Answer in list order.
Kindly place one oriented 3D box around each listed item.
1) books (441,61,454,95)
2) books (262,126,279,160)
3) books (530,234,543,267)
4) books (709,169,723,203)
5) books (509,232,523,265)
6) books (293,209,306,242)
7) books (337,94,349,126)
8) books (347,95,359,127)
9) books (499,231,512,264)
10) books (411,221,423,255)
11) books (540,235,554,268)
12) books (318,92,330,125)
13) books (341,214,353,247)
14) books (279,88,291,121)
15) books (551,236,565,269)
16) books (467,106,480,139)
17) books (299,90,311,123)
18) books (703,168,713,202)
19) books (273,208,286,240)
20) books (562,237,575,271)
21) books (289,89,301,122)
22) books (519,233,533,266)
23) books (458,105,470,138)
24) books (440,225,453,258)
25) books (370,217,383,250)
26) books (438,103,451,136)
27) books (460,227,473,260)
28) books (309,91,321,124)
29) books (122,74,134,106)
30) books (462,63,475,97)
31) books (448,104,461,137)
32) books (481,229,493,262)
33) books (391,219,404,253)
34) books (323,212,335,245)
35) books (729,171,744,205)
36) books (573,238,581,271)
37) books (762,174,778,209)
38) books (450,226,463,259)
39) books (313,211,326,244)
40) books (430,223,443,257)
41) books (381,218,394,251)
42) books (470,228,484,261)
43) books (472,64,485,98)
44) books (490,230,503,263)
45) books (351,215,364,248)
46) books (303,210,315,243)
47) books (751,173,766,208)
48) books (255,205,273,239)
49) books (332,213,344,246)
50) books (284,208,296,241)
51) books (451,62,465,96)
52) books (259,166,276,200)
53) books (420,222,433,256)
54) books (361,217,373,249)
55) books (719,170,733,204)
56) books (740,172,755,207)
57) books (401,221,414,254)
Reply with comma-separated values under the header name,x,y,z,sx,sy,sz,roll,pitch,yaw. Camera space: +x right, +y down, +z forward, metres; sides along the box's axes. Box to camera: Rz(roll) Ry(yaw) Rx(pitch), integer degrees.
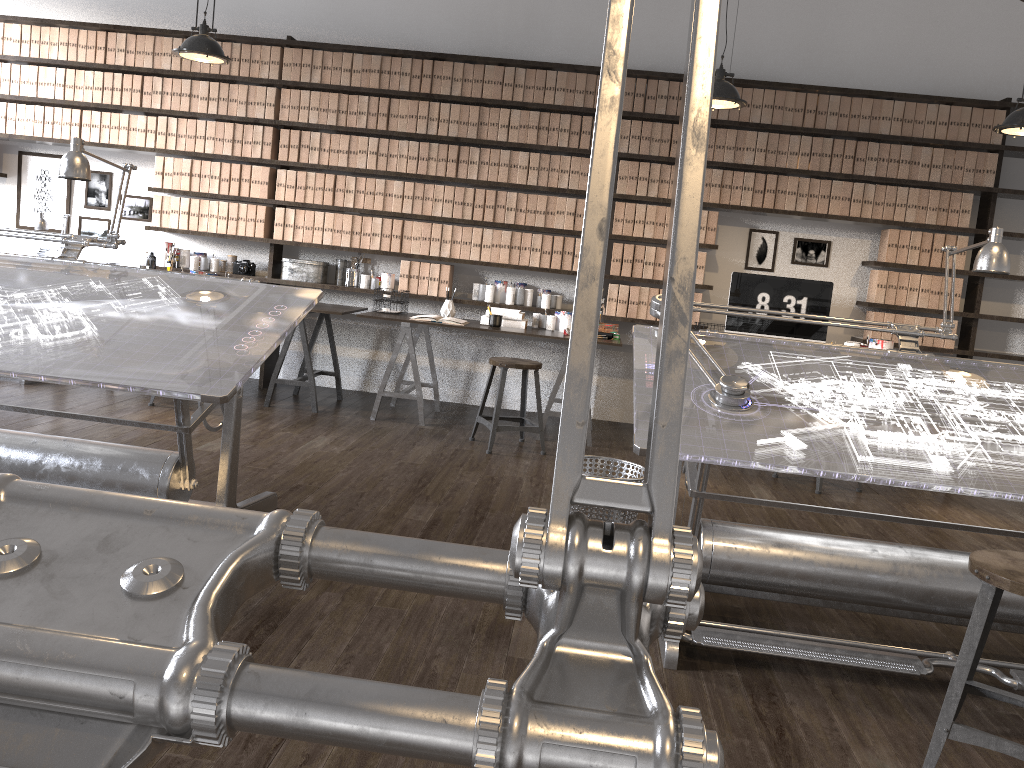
name,x,y,z,sx,sy,sz,roll,pitch,yaw
books,-0.433,-2.083,6.089,0.067,0.224,0.175,6,6,4
books,-1.692,-1.687,6.244,0.067,0.224,0.175,6,6,5
books,0.172,-0.921,6.127,0.067,0.224,0.175,6,6,4
books,1.369,-1.327,5.982,0.067,0.225,0.175,6,6,4
books,0.032,-0.938,6.142,0.067,0.224,0.175,6,6,5
books,-1.478,-1.115,6.270,0.067,0.224,0.175,6,6,4
books,-1.157,-1.892,6.178,0.067,0.224,0.175,6,6,4
books,-1.087,-1.884,6.172,0.067,0.224,0.175,6,6,4
books,-0.035,-0.945,6.142,0.067,0.225,0.175,6,6,4
books,-0.649,-1.018,6.198,0.067,0.224,0.175,6,6,4
books,0.243,-0.914,6.125,0.067,0.224,0.175,6,6,4
books,-1.290,-1.908,6.187,0.067,0.224,0.175,6,6,4
books,-1.139,-1.075,6.235,0.067,0.225,0.175,6,6,5
books,-1.563,-1.940,6.213,0.067,0.224,0.175,6,6,4
books,0.317,-0.904,6.114,0.067,0.225,0.175,6,6,5
books,-0.255,-1.786,6.096,0.067,0.225,0.175,6,6,5
books,-1.425,-1.923,6.195,0.067,0.225,0.175,6,6,5
books,1.303,-1.335,5.992,0.067,0.224,0.175,6,6,5
books,-1.619,-1.131,6.274,0.067,0.224,0.175,6,6,5
books,0.390,-0.896,6.113,0.067,0.224,0.175,6,6,4
books,-1.494,-1.932,6.205,0.067,0.224,0.175,6,6,4
books,0.102,-0.930,6.137,0.067,0.224,0.175,6,6,5
books,-0.320,-1.794,6.106,0.067,0.224,0.175,6,6,4
books,-0.443,-0.994,6.179,0.067,0.224,0.175,6,6,4
books,-0.932,-1.051,6.219,0.067,0.224,0.175,6,6,5
books,-0.455,-1.809,6.114,0.067,0.225,0.175,6,6,5
books,-0.305,-0.978,6.170,0.067,0.224,0.175,6,6,5
books,-1.353,-1.915,6.191,0.067,0.224,0.175,6,6,4
books,-2.694,-2.072,6.307,0.067,0.224,0.175,6,6,5
books,-0.291,-2.068,6.084,0.067,0.224,0.175,6,6,5
books,-0.383,-1.801,6.110,0.067,0.224,0.175,6,6,4
books,-0.164,-0.961,6.156,0.067,0.224,0.175,6,6,5
books,-0.787,-1.034,6.206,0.067,0.225,0.175,6,6,4
books,-1.268,-1.090,6.248,0.067,0.224,0.175,6,6,4
books,1.506,-1.312,5.976,0.067,0.224,0.175,6,6,5
books,0.465,-0.887,6.102,0.067,0.225,0.175,6,6,5
books,1.720,-1.286,5.953,0.067,0.225,0.175,6,6,5
books,-0.374,-0.986,6.177,0.067,0.224,0.175,6,6,5
books,-1.340,-1.098,6.252,0.067,0.225,0.175,6,6,5
books,-0.515,-1.002,6.182,0.067,0.224,0.175,6,6,4
books,-0.861,-1.043,6.218,0.067,0.224,0.175,6,6,5
books,-0.235,-0.969,6.160,0.067,0.225,0.175,6,6,4
books,-0.223,-2.059,6.077,0.067,0.224,0.175,6,6,5
books,-0.101,-0.954,6.152,0.067,0.224,0.175,6,6,5
books,-1.072,-1.068,6.235,0.067,0.224,0.175,6,6,4
books,-1.409,-1.107,6.262,0.067,0.224,0.175,6,6,4
books,1.647,-1.295,5.965,0.067,0.224,0.175,6,6,4
books,-1.751,-1.147,6.287,0.067,0.225,0.175,6,6,4
books,-1.205,-1.083,6.245,0.067,0.224,0.175,6,6,4
books,-1.547,-1.123,6.272,0.067,0.224,0.175,6,6,5
books,-0.361,-2.075,6.086,0.067,0.224,0.175,6,6,4
books,-1.719,-1.413,6.261,0.067,0.225,0.175,6,6,4
books,-0.587,-1.010,6.188,0.067,0.225,0.175,6,6,5
books,-1.002,-1.060,6.229,0.067,0.224,0.175,6,6,4
books,1.436,-1.320,5.982,0.067,0.224,0.175,6,6,5
books,1.576,-1.303,5.966,0.067,0.224,0.175,6,6,4
books,-0.714,-1.026,6.205,0.067,0.224,0.175,6,6,5
